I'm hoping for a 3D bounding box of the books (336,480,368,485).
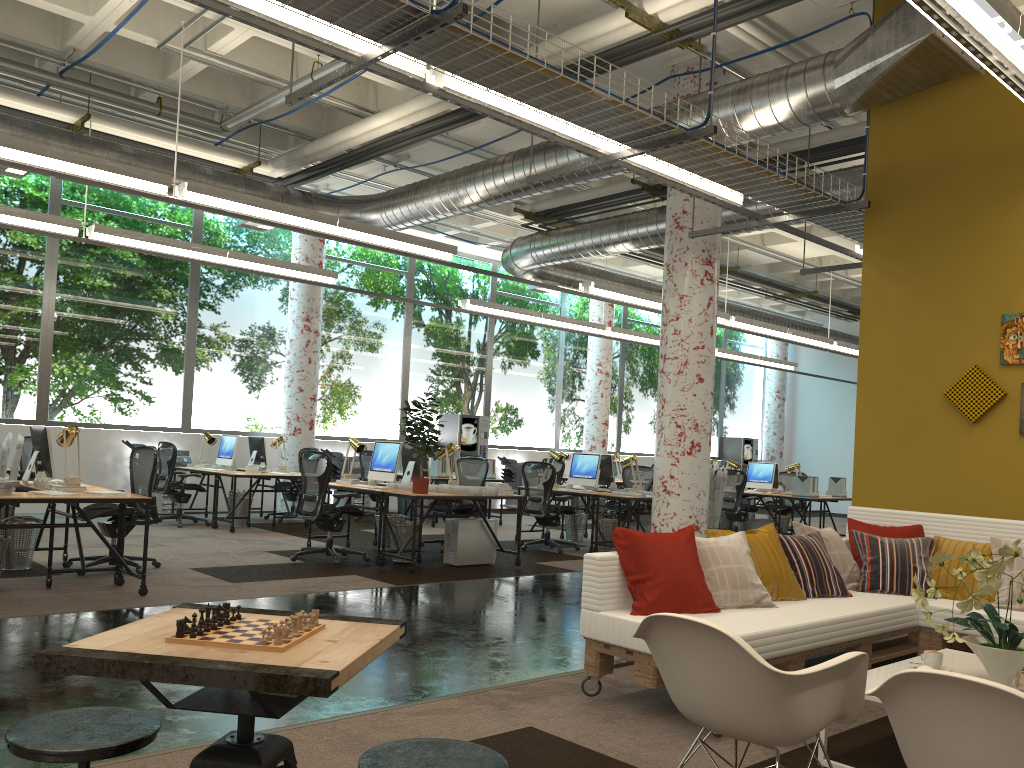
[{"bbox_3d":[-1.740,1.070,9.638,0.226,0.038,0.309,7,-6,-42],"label":"books"}]

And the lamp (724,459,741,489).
[{"bbox_3d":[3.506,1.533,14.445,0.219,0.610,0.528,4,-2,-23],"label":"lamp"}]

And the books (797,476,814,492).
[{"bbox_3d":[4.389,1.537,13.270,0.068,0.310,0.233,4,-2,-42],"label":"books"}]

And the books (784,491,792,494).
[{"bbox_3d":[4.569,1.753,14.222,0.226,0.038,0.309,7,-6,-42],"label":"books"}]

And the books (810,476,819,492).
[{"bbox_3d":[4.498,1.550,13.369,0.068,0.310,0.233,4,-2,-42],"label":"books"}]

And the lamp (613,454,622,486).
[{"bbox_3d":[2.036,1.643,17.003,0.219,0.610,0.528,4,-2,-23],"label":"lamp"}]

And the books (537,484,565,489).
[{"bbox_3d":[0.521,1.366,11.800,0.226,0.038,0.309,7,-6,-42],"label":"books"}]

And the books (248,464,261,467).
[{"bbox_3d":[-3.317,1.055,11.411,0.153,0.030,0.185,4,-4,-14],"label":"books"}]

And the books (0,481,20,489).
[{"bbox_3d":[-3.534,0.685,6.050,0.193,0.044,0.258,3,-4,5],"label":"books"}]

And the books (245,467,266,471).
[{"bbox_3d":[-3.304,1.088,11.413,0.193,0.044,0.258,3,-4,5],"label":"books"}]

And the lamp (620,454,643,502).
[{"bbox_3d":[1.599,1.226,11.583,0.209,0.610,0.528,4,-2,-23],"label":"lamp"}]

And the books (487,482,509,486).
[{"bbox_3d":[-0.149,1.034,9.153,0.153,0.030,0.185,7,-6,-44],"label":"books"}]

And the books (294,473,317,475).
[{"bbox_3d":[-2.780,1.212,11.913,0.200,0.024,0.236,1,-4,21],"label":"books"}]

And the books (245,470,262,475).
[{"bbox_3d":[-3.325,1.132,11.392,0.200,0.050,0.272,4,-4,-15],"label":"books"}]

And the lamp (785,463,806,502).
[{"bbox_3d":[4.602,1.572,14.196,0.219,0.610,0.528,4,-2,-23],"label":"lamp"}]

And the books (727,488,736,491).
[{"bbox_3d":[3.520,1.712,14.412,0.226,0.038,0.309,7,-6,-42],"label":"books"}]

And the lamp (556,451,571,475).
[{"bbox_3d":[0.939,1.604,17.251,0.219,0.610,0.528,4,-2,-23],"label":"lamp"}]

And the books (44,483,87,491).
[{"bbox_3d":[-3.465,0.800,6.871,0.226,0.038,0.309,7,-6,-42],"label":"books"}]

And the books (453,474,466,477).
[{"bbox_3d":[-0.933,1.476,14.340,0.226,0.038,0.309,7,-6,-42],"label":"books"}]

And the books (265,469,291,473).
[{"bbox_3d":[-3.234,1.203,12.233,0.226,0.038,0.309,7,-6,-42],"label":"books"}]

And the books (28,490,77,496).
[{"bbox_3d":[-3.294,0.783,6.348,0.243,0.019,0.206,1,-5,25],"label":"books"}]

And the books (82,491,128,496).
[{"bbox_3d":[-3.011,0.809,6.550,0.200,0.024,0.236,1,-4,21],"label":"books"}]

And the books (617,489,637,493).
[{"bbox_3d":[1.571,1.407,11.611,0.226,0.038,0.309,7,-6,-42],"label":"books"}]

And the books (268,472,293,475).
[{"bbox_3d":[-3.063,1.185,11.711,0.243,0.019,0.206,1,-5,25],"label":"books"}]

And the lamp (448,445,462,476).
[{"bbox_3d":[-0.900,1.295,14.314,0.219,0.610,0.528,4,-2,-23],"label":"lamp"}]

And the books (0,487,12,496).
[{"bbox_3d":[-3.556,0.730,6.029,0.200,0.050,0.272,4,-4,-15],"label":"books"}]

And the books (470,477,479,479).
[{"bbox_3d":[-0.641,1.465,13.871,0.200,0.024,0.236,1,-4,21],"label":"books"}]

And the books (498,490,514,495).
[{"bbox_3d":[-0.148,1.111,9.135,0.271,0.050,0.201,-1,-6,45],"label":"books"}]

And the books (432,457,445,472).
[{"bbox_3d":[-1.113,1.260,13.388,0.068,0.310,0.233,4,-2,-42],"label":"books"}]

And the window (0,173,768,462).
[{"bbox_3d":[-2.673,-0.860,15.614,26.262,3.758,0.050,7,-3,-42],"label":"window"}]

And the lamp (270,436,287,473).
[{"bbox_3d":[-3.206,1.021,12.205,0.209,0.610,0.528,4,-2,-23],"label":"lamp"}]

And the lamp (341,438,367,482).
[{"bbox_3d":[-1.754,0.891,9.671,0.219,0.610,0.528,4,-2,-23],"label":"lamp"}]

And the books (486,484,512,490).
[{"bbox_3d":[-0.139,1.067,9.162,0.193,0.044,0.257,5,-4,-25],"label":"books"}]

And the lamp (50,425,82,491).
[{"bbox_3d":[-3.432,0.619,6.845,0.219,0.610,0.528,4,-2,-23],"label":"lamp"}]

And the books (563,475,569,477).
[{"bbox_3d":[0.953,1.783,17.218,0.226,0.038,0.309,7,-6,-42],"label":"books"}]

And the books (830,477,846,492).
[{"bbox_3d":[5.134,1.626,13.951,0.068,0.310,0.233,4,-2,-42],"label":"books"}]

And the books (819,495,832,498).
[{"bbox_3d":[4.862,1.743,13.753,0.200,0.024,0.236,1,-4,21],"label":"books"}]

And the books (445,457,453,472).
[{"bbox_3d":[-1.004,1.273,13.488,0.068,0.310,0.233,4,-2,-42],"label":"books"}]

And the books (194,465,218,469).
[{"bbox_3d":[-4.284,1.162,12.423,0.226,0.038,0.309,7,-6,-42],"label":"books"}]

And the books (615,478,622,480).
[{"bbox_3d":[2.003,1.824,17.029,0.226,0.038,0.309,7,-6,-42],"label":"books"}]

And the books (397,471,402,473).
[{"bbox_3d":[-1.983,1.435,14.530,0.226,0.038,0.309,7,-6,-42],"label":"books"}]

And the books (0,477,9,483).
[{"bbox_3d":[-3.548,0.653,6.048,0.153,0.030,0.185,4,-4,-14],"label":"books"}]

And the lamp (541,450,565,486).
[{"bbox_3d":[0.512,1.188,11.835,0.209,0.610,0.528,4,-2,-23],"label":"lamp"}]

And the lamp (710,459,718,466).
[{"bbox_3d":[4.429,1.927,19.193,0.219,0.610,0.528,4,-2,-23],"label":"lamp"}]

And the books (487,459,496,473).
[{"bbox_3d":[-0.368,1.349,14.070,0.068,0.310,0.233,4,-2,-42],"label":"books"}]

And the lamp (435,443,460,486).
[{"bbox_3d":[-0.662,0.929,9.421,0.209,0.610,0.528,4,-2,-23],"label":"lamp"}]
